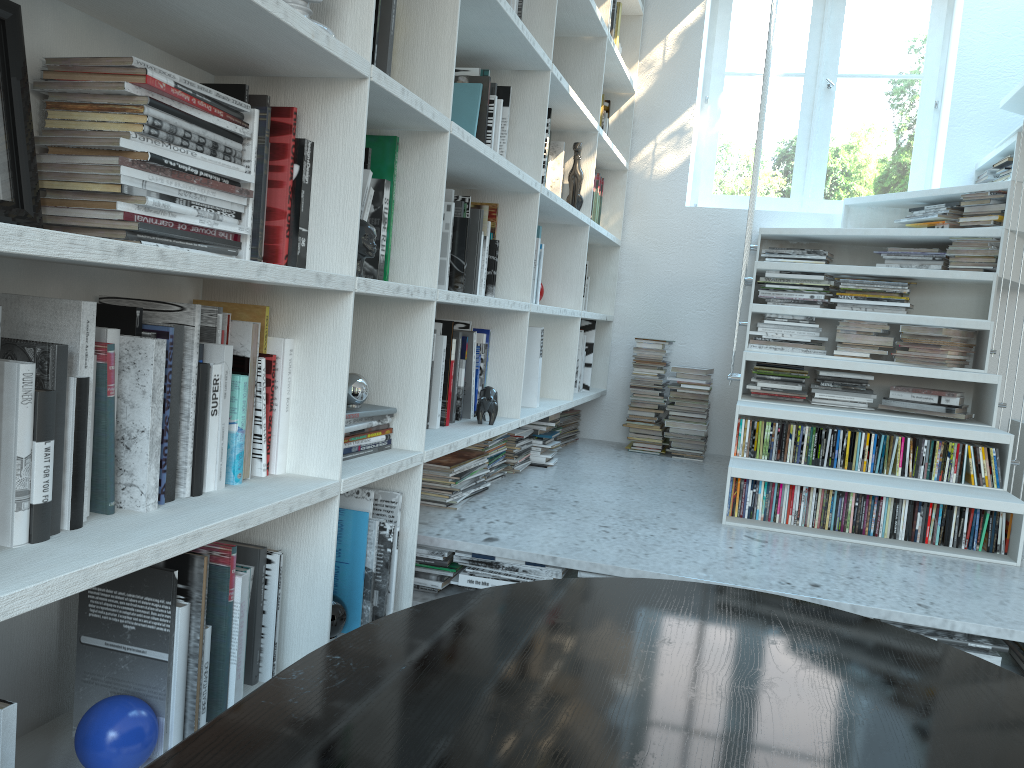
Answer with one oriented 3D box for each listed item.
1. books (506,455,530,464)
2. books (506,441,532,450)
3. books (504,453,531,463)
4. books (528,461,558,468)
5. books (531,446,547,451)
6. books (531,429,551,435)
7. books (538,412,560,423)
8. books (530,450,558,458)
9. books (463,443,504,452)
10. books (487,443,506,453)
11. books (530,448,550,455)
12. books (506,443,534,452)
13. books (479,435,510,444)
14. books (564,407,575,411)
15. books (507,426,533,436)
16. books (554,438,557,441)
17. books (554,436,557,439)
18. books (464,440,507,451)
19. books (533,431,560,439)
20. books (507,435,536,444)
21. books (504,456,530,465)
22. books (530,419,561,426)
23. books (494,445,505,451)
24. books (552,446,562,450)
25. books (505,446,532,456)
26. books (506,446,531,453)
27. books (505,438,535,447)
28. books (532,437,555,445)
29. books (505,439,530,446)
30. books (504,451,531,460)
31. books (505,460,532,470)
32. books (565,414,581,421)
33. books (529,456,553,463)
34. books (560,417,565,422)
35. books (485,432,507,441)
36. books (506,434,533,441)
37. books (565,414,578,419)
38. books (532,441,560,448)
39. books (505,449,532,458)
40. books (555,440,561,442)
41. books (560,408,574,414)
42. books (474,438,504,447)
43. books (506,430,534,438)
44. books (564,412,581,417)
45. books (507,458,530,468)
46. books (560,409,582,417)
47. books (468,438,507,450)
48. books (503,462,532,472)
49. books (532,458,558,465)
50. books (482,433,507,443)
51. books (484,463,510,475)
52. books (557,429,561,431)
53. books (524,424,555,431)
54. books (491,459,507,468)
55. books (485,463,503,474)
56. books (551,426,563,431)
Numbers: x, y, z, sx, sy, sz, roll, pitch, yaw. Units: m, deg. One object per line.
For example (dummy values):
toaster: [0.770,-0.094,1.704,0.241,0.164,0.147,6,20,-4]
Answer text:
books: [-0.041,0.272,3.470,0.207,0.008,0.327,6,5,14]
books: [-0.031,0.221,3.464,0.207,0.008,0.327,6,4,12]
books: [-0.035,0.266,3.468,0.205,0.007,0.367,6,4,12]
books: [0.031,0.310,3.592,0.278,0.012,0.158,7,5,18]
books: [0.039,0.244,3.593,0.209,0.013,0.149,7,5,18]
books: [0.041,0.176,3.573,0.196,0.019,0.173,7,5,20]
books: [0.044,0.113,3.557,0.266,0.036,0.204,6,5,16]
books: [0.033,0.267,3.582,0.281,0.008,0.167,6,4,11]
books: [-0.133,0.210,3.103,0.161,0.006,0.254,6,5,14]
books: [-0.131,0.216,3.103,0.159,0.005,0.285,6,4,13]
books: [0.034,0.257,3.581,0.205,0.012,0.183,6,5,14]
books: [-0.031,0.228,3.464,0.205,0.007,0.367,7,5,18]
books: [-0.123,0.184,3.102,0.161,0.006,0.254,7,5,19]
books: [0.186,0.110,4.218,0.159,0.009,0.285,7,5,18]
books: [-0.029,0.167,3.459,0.205,0.007,0.367,6,5,17]
books: [0.064,0.244,3.845,0.202,0.009,0.320,6,5,14]
books: [0.067,0.235,3.843,0.202,0.009,0.320,6,4,13]
books: [-0.133,0.205,3.103,0.159,0.005,0.285,6,5,16]
books: [0.042,0.190,3.581,0.282,0.010,0.169,6,5,14]
books: [-0.024,0.199,3.460,0.207,0.008,0.327,7,5,20]
books: [-0.044,0.280,3.471,0.207,0.008,0.327,6,5,15]
books: [0.045,0.141,3.575,0.285,0.012,0.159,6,4,11]
books: [-0.136,0.221,3.105,0.161,0.006,0.254,6,5,15]
books: [0.071,0.281,3.845,0.202,0.009,0.320,7,5,20]
books: [-0.039,0.243,3.467,0.205,0.007,0.367,6,5,16]
books: [-0.038,0.235,3.466,0.207,0.008,0.327,6,5,16]
books: [-0.033,0.213,3.464,0.207,0.008,0.327,6,5,17]
books: [0.040,0.216,3.588,0.235,0.014,0.165,6,5,15]
books: [-0.036,0.205,3.464,0.205,0.007,0.367,6,5,14]
books: [-0.037,0.258,3.468,0.207,0.008,0.327,6,5,17]
books: [-0.037,0.296,3.471,0.207,0.008,0.327,7,5,18]
books: [0.184,0.150,4.223,0.205,0.007,0.367,7,5,19]
books: [0.035,0.283,3.594,0.244,0.025,0.160,6,5,14]
books: [0.083,0.154,3.837,0.198,0.017,0.354,7,5,20]
books: [-0.120,0.173,3.101,0.161,0.006,0.254,6,4,10]
books: [-0.031,0.189,3.461,0.207,0.008,0.327,6,5,17]
books: [0.179,0.142,4.224,0.207,0.008,0.327,6,5,17]
books: [0.038,0.227,3.585,0.292,0.008,0.158,7,5,18]
books: [-0.036,0.250,3.467,0.207,0.008,0.327,6,4,13]
books: [0.068,0.253,3.844,0.201,0.009,0.359,7,5,18]
books: [0.185,0.119,4.219,0.161,0.009,0.254,7,5,18]
books: [-0.124,0.189,3.100,0.159,0.005,0.285,6,4,11]
books: [-0.021,0.175,3.457,0.205,0.007,0.367,6,4,10]
books: [0.177,0.134,4.225,0.207,0.008,0.327,7,5,24]
books: [-0.043,0.288,3.472,0.205,0.007,0.367,6,5,16]
books: [0.188,0.128,4.220,0.207,0.008,0.327,7,5,20]
books: [-0.132,0.199,3.103,0.159,0.005,0.285,6,5,14]
books: [-0.036,0.304,3.471,0.207,0.008,0.327,6,4,11]
books: [0.035,0.299,3.602,0.291,0.008,0.131,6,4,11]
books: [-0.125,0.178,3.102,0.159,0.005,0.285,6,4,12]
books: [-0.130,0.290,3.111,0.159,0.007,0.285,7,5,20]
books: [0.073,0.200,3.841,0.198,0.009,0.354,7,5,18]
books: [0.044,0.159,3.577,0.243,0.015,0.164,7,5,18]
books: [-0.135,0.275,3.112,0.159,0.007,0.285,6,5,17]
books: [-0.132,0.283,3.112,0.161,0.007,0.254,6,4,11]
books: [0.079,0.192,3.839,0.199,0.009,0.315,7,5,20]
